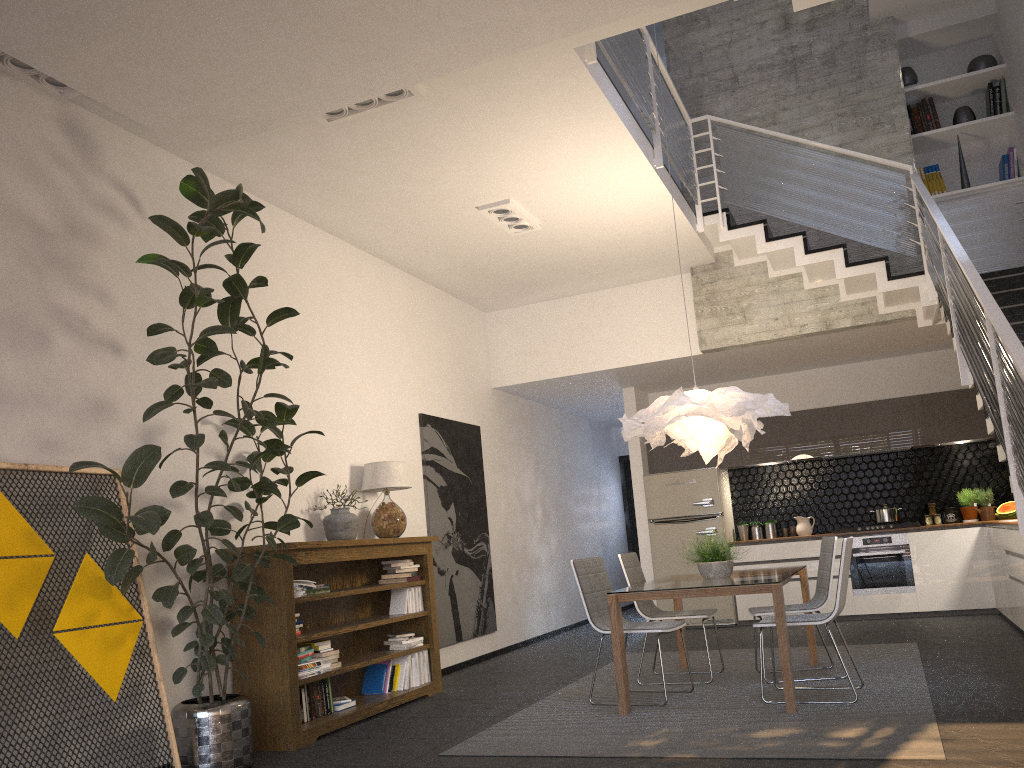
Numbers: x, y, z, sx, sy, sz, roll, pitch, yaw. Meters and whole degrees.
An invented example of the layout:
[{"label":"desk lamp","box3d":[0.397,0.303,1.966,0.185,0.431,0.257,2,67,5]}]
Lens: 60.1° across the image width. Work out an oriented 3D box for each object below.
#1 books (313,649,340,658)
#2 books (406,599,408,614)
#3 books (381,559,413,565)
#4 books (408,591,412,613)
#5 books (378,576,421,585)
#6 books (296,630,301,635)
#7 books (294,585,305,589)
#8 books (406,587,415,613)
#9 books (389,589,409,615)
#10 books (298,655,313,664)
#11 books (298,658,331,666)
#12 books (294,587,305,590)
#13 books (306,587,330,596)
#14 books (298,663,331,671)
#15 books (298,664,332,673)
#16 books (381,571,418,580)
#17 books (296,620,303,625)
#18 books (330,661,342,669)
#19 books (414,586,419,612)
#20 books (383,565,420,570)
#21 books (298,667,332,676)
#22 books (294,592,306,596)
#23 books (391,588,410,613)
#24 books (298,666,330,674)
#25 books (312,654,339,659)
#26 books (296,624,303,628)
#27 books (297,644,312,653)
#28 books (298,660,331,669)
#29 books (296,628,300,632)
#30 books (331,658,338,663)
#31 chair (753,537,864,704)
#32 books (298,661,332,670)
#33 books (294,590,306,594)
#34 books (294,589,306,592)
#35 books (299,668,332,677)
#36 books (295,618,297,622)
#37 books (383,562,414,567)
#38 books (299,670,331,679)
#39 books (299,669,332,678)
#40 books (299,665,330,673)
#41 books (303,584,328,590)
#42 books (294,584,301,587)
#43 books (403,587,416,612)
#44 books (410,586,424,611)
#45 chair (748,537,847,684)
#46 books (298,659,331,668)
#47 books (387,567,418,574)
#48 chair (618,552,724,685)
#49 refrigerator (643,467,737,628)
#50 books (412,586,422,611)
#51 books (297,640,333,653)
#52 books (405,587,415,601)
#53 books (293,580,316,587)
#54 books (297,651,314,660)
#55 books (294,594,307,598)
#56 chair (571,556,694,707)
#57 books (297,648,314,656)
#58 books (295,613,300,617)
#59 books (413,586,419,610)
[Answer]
[{"label":"books","box3d":[-1.248,1.726,5.666,0.226,0.029,0.180,-10,-11,25]},{"label":"books","box3d":[-0.829,1.626,6.566,0.120,0.156,0.056,-9,-9,22]},{"label":"books","box3d":[-0.872,1.347,6.712,0.205,0.022,0.156,-6,-11,7]},{"label":"books","box3d":[-0.807,1.634,6.619,0.120,0.158,0.016,-9,-8,22]},{"label":"books","box3d":[-0.839,1.470,6.642,0.230,0.034,0.288,-8,-11,14]},{"label":"books","box3d":[-1.403,1.529,5.391,0.159,0.021,0.226,-6,-11,7]},{"label":"books","box3d":[-1.420,1.254,5.433,0.252,0.011,0.321,-4,-11,-6]},{"label":"books","box3d":[-0.794,1.621,6.633,0.136,0.187,0.018,-8,-8,22]},{"label":"books","box3d":[-0.837,1.611,6.550,0.136,0.181,0.078,-8,-9,22]},{"label":"books","box3d":[-1.341,1.694,5.431,0.175,0.023,0.251,-5,-10,3]},{"label":"books","box3d":[-1.284,1.695,5.391,0.219,0.013,0.306,-10,-12,26]},{"label":"books","box3d":[-1.406,1.265,5.446,0.252,0.011,0.321,-4,-11,-6]},{"label":"books","box3d":[-1.305,1.325,5.637,0.180,0.033,0.244,-10,-11,25]},{"label":"books","box3d":[-1.280,1.723,5.382,0.219,0.008,0.289,-10,-12,26]},{"label":"books","box3d":[-1.282,1.729,5.386,0.219,0.006,0.306,-10,-12,26]},{"label":"books","box3d":[1.126,-1.820,8.218,5.391,6.659,0.363,-1,-9,-27]},{"label":"books","box3d":[-1.406,1.463,5.384,0.163,0.022,0.233,-9,-11,22]},{"label":"books","box3d":[-1.239,1.802,5.645,0.244,0.033,0.180,-10,-11,24]},{"label":"books","box3d":[-0.775,1.630,6.696,0.136,0.187,0.015,-8,-8,22]},{"label":"books","box3d":[-0.843,1.391,6.716,0.175,0.019,0.245,5,-14,-42]},{"label":"books","box3d":[-1.278,1.743,5.372,0.219,0.013,0.306,-10,-12,26]},{"label":"books","box3d":[-1.398,1.298,5.452,0.252,0.011,0.321,-3,-11,-8]},{"label":"books","box3d":[-0.831,1.619,6.608,0.136,0.187,0.018,-8,-8,22]},{"label":"books","box3d":[-1.283,1.739,5.376,0.219,0.008,0.289,-11,-12,28]},{"label":"books","box3d":[-1.257,1.753,5.662,0.244,0.023,0.176,-11,-12,29]},{"label":"books","box3d":[-1.403,1.485,5.389,0.175,0.019,0.245,-6,-11,7]},{"label":"books","box3d":[-1.362,1.636,5.450,0.193,0.028,0.247,-5,-10,2]},{"label":"books","box3d":[-1.281,1.710,5.386,0.219,0.007,0.306,-10,-12,25]},{"label":"books","box3d":[-1.400,1.506,5.392,0.155,0.022,0.207,-5,-10,2]},{"label":"books","box3d":[-1.251,1.774,5.646,0.228,0.023,0.167,-9,-11,20]},{"label":"chair","box3d":[1.776,1.399,5.287,0.603,0.913,0.477,-9,-9,25]},{"label":"books","box3d":[-1.278,1.716,5.384,0.219,0.007,0.306,-10,-12,25]},{"label":"books","box3d":[-1.401,1.291,5.471,0.252,0.011,0.321,-3,-11,-11]},{"label":"books","box3d":[-1.410,1.273,5.429,0.252,0.011,0.321,-6,-11,4]},{"label":"books","box3d":[-1.277,1.751,5.373,0.219,0.008,0.306,-10,-12,26]},{"label":"books","box3d":[-1.404,1.442,5.393,0.147,0.023,0.223,0,-12,-26]},{"label":"books","box3d":[-0.862,1.368,6.707,0.175,0.023,0.245,-1,-11,-23]},{"label":"books","box3d":[-1.276,1.766,5.371,0.219,0.008,0.306,-9,-11,21]},{"label":"books","box3d":[-1.277,1.759,5.370,0.219,0.007,0.306,-10,-12,26]},{"label":"books","box3d":[-1.285,1.734,5.377,0.219,0.008,0.289,-11,-12,28]},{"label":"books","box3d":[-1.306,1.295,5.631,0.167,0.023,0.228,-10,-12,26]},{"label":"books","box3d":[-1.426,1.242,5.427,0.252,0.011,0.321,-5,-11,-1]},{"label":"books","box3d":[-0.798,1.631,6.687,0.136,0.187,0.018,-8,-8,22]},{"label":"books","box3d":[-0.745,1.641,6.769,0.136,0.188,0.031,-8,-8,22]},{"label":"chair","box3d":[1.935,1.523,6.028,0.602,0.913,0.478,-6,-8,8]},{"label":"books","box3d":[-1.285,1.703,5.389,0.219,0.007,0.306,-10,-12,26]},{"label":"books","box3d":[-0.833,1.414,6.713,0.179,0.029,0.227,0,-12,-25]},{"label":"chair","box3d":[1.140,1.653,6.352,0.603,0.913,0.477,-8,-9,22]},{"label":"refrigerator","box3d":[2.036,1.837,9.917,0.831,1.699,0.773,-8,-9,22]},{"label":"books","box3d":[-0.756,1.638,6.747,0.136,0.187,0.018,-8,-8,22]},{"label":"books","box3d":[-1.271,1.680,5.673,0.217,0.068,0.158,-11,-12,31]},{"label":"books","box3d":[-0.794,1.624,6.652,0.136,0.187,0.015,-8,-8,22]},{"label":"books","box3d":[-1.404,1.242,5.506,0.273,0.108,0.325,2,-12,-32]},{"label":"books","box3d":[-1.343,1.672,5.434,0.175,0.023,0.251,-6,-11,7]},{"label":"books","box3d":[-1.395,1.307,5.440,0.252,0.011,0.321,-4,-11,-4]},{"label":"chair","box3d":[0.769,1.566,5.713,0.604,0.913,0.476,-10,-10,31]},{"label":"books","box3d":[-1.358,1.656,5.448,0.193,0.014,0.257,-7,-11,10]},{"label":"books","box3d":[-1.407,1.423,5.403,0.155,0.020,0.207,-6,-11,7]},{"label":"books","box3d":[-0.778,1.638,6.735,0.136,0.187,0.018,-8,-8,22]}]
